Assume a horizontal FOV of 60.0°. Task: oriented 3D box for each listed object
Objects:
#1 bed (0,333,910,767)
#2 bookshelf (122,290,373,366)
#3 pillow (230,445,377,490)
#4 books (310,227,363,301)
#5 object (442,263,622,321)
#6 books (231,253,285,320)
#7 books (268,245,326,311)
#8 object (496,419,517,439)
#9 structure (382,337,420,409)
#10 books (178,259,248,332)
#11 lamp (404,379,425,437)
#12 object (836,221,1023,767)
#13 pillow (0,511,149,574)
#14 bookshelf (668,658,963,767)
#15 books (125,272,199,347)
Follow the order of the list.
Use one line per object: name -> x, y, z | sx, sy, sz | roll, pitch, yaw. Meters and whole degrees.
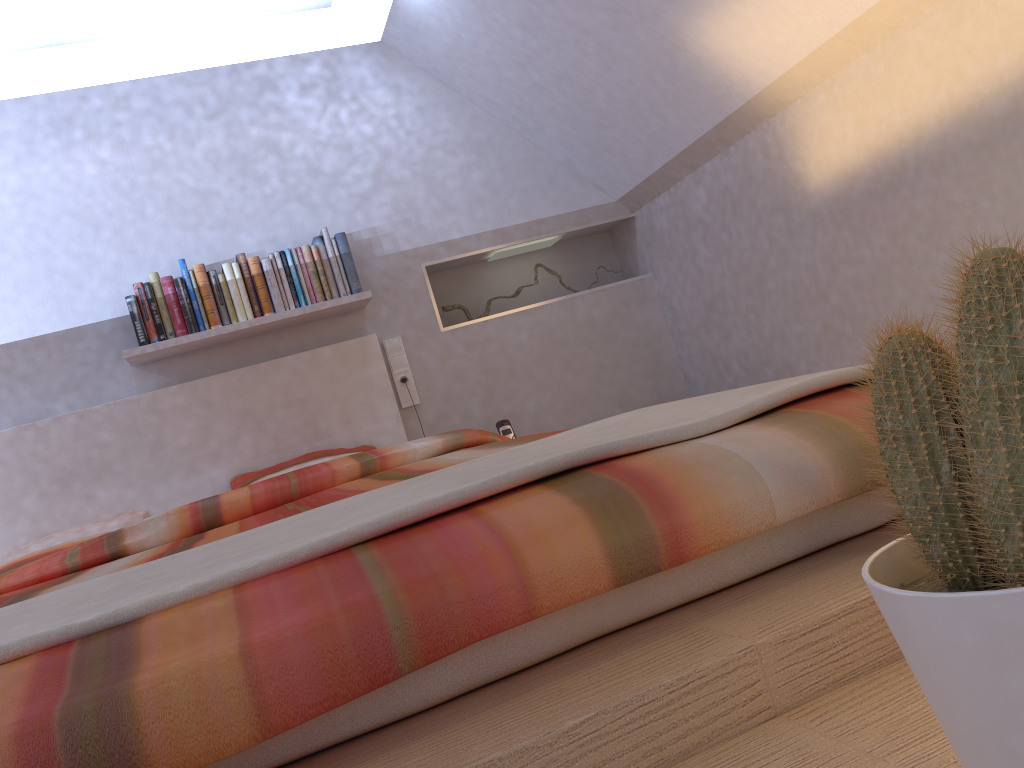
bed -> -0.752, 0.344, 1.913 | 2.087, 0.994, 3.009 | -16, -1, -18
bookshelf -> -0.991, -0.214, 3.384 | 0.916, 0.028, 0.223 | -16, -1, -18
pillow -> -0.708, 0.336, 3.162 | 0.566, 0.188, 0.497 | -16, -1, -17
books -> -0.708, -0.459, 3.501 | 0.145, 0.281, 0.200 | -16, -1, -18
object -> 0.117, -0.447, 4.012 | 0.905, 0.193, 0.085 | -16, -1, -17
books -> -0.979, -0.369, 3.405 | 0.140, 0.260, 0.209 | -16, -1, -18
books -> -0.840, -0.394, 3.454 | 0.159, 0.231, 0.200 | -16, -1, -18
object -> -0.011, 0.224, 3.542 | 0.060, 0.169, 0.079 | -16, -1, -18
structure -> -0.455, -0.047, 3.641 | 0.077, 0.286, 0.034 | -16, -1, -18
books -> -1.129, -0.336, 3.361 | 0.178, 0.281, 0.200 | -16, -1, -18
lamp -> 0.328, 0.139, 2.535 | 0.396, 0.788, 2.551 | -16, -1, -27
object -> 0.242, 0.069, 0.431 | 0.144, 0.294, 0.144 | -17, -1, 7
pillow -> -1.503, 0.584, 2.947 | 0.572, 0.180, 0.492 | -16, -1, -17
bookshelf -> -0.133, 0.479, 0.166 | 1.495, 0.303, 0.643 | -16, -1, -18
books -> -1.301, -0.274, 3.294 | 0.209, 0.260, 0.215 | -16, -1, -18
